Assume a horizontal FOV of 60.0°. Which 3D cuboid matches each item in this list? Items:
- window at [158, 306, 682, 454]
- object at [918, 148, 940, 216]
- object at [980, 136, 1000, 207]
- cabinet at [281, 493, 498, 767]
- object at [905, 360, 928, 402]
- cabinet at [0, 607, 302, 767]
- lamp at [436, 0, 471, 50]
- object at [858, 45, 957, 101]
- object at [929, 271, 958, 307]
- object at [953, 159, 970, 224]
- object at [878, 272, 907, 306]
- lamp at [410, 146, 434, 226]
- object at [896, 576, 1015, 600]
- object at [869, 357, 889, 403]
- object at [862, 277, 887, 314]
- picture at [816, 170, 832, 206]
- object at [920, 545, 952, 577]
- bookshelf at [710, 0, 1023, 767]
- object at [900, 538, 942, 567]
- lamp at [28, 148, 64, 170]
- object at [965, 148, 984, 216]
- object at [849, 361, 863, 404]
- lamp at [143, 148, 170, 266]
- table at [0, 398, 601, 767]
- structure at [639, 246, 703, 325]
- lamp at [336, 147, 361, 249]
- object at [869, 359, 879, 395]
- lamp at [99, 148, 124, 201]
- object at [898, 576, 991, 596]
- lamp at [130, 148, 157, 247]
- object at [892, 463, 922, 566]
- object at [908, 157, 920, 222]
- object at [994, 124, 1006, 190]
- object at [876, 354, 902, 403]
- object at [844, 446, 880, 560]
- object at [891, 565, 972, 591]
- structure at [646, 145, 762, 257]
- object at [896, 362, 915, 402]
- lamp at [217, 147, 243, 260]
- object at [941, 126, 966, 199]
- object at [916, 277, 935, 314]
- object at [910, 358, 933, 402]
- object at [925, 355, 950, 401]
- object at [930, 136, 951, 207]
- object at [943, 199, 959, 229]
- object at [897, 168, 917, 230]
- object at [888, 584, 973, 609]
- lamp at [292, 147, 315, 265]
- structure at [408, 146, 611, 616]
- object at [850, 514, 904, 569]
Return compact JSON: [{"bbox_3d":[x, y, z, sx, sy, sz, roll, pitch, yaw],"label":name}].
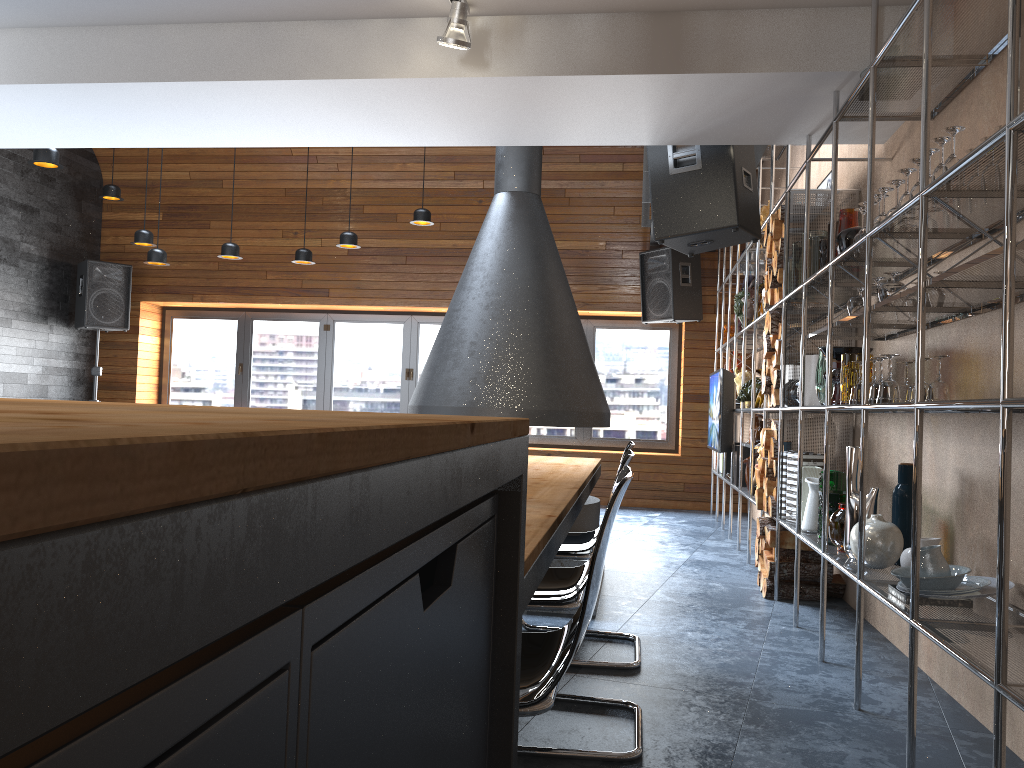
[{"bbox_3d":[-1.122,-0.079,9.689,5.936,1.522,0.101,2,-2,8],"label":"window"},{"bbox_3d":[1.244,-0.602,2.649,0.060,0.191,0.060,1,-2,34],"label":"object"},{"bbox_3d":[1.359,-0.601,2.515,0.060,0.191,0.060,1,-2,34],"label":"object"},{"bbox_3d":[-0.367,0.537,0.858,0.578,0.828,0.696,2,-2,8],"label":"cabinet"},{"bbox_3d":[1.460,-0.001,3.198,0.081,0.170,0.081,2,-2,4],"label":"object"},{"bbox_3d":[-0.461,0.515,0.167,0.578,0.828,0.700,2,-2,8],"label":"cabinet"},{"bbox_3d":[-0.211,-1.347,3.271,0.127,0.242,0.127,2,-2,19],"label":"lamp"},{"bbox_3d":[1.435,-1.142,3.205,0.322,0.164,0.311,2,-2,-4],"label":"object"},{"bbox_3d":[1.437,-0.310,2.959,0.092,0.124,0.092,1,-2,34],"label":"object"},{"bbox_3d":[1.390,-0.594,2.737,0.060,0.191,0.060,1,-2,34],"label":"object"},{"bbox_3d":[1.290,-0.314,3.006,0.092,0.124,0.092,1,-2,34],"label":"object"},{"bbox_3d":[-0.754,-2.179,7.734,0.210,1.565,0.210,4,-2,-44],"label":"lamp"},{"bbox_3d":[1.293,0.596,2.593,0.308,0.058,0.311,2,-2,16],"label":"object"},{"bbox_3d":[1.299,-0.008,3.127,0.081,0.170,0.081,2,-2,4],"label":"object"},{"bbox_3d":[1.286,-0.311,3.129,0.092,0.124,0.092,1,-2,34],"label":"object"},{"bbox_3d":[1.882,-0.837,5.417,0.090,0.863,0.529,2,-2,8],"label":"picture"},{"bbox_3d":[1.236,0.541,2.613,0.101,0.136,0.098,2,-2,-8],"label":"object"},{"bbox_3d":[1.470,-2.028,3.237,0.421,6.220,10.737,2,-2,8],"label":"bookshelf"},{"bbox_3d":[1.370,0.581,2.974,0.100,0.142,0.102,2,-2,-12],"label":"object"},{"bbox_3d":[-2.997,-3.037,5.862,0.210,3.209,0.210,1,-2,30],"label":"lamp"},{"bbox_3d":[1.374,-0.598,2.626,0.060,0.191,0.060,0,-2,44],"label":"object"},{"bbox_3d":[1.325,-0.001,3.370,0.081,0.170,0.081,1,-2,34],"label":"object"},{"bbox_3d":[-2.935,-2.143,7.464,0.210,2.273,0.210,4,-2,-44],"label":"lamp"},{"bbox_3d":[-0.596,0.489,1.212,1.185,0.928,5.998,2,-2,8],"label":"table"},{"bbox_3d":[1.541,-0.935,8.497,0.488,0.735,0.461,3,-2,-32],"label":"structure"},{"bbox_3d":[-1.373,-2.138,7.659,0.210,1.911,0.210,4,-2,-44],"label":"lamp"},{"bbox_3d":[1.320,-0.005,3.235,0.081,0.170,0.081,2,-2,4],"label":"object"},{"bbox_3d":[-3.650,-2.386,8.159,0.210,1.369,0.210,4,-2,-44],"label":"lamp"},{"bbox_3d":[1.268,0.592,2.605,0.246,0.052,0.249,2,-2,16],"label":"object"},{"bbox_3d":[-3.131,-2.216,7.656,0.210,2.036,0.210,4,-2,-44],"label":"lamp"},{"bbox_3d":[1.443,0.476,3.242,0.099,0.372,0.099,3,-2,-33],"label":"object"},{"bbox_3d":[1.257,-0.599,2.745,0.060,0.191,0.060,1,-2,34],"label":"object"},{"bbox_3d":[1.345,-0.605,2.415,0.060,0.191,0.060,1,-2,34],"label":"object"},{"bbox_3d":[1.272,-0.013,2.987,0.081,0.170,0.081,1,-2,34],"label":"object"},{"bbox_3d":[1.329,0.450,3.357,0.129,0.420,0.129,2,-2,12],"label":"object"},{"bbox_3d":[1.232,0.574,2.612,0.215,0.080,0.217,2,-2,16],"label":"object"},{"bbox_3d":[0.992,-1.063,4.559,0.506,0.744,0.460,1,-2,33],"label":"structure"},{"bbox_3d":[1.474,0.003,3.321,0.081,0.170,0.081,1,-2,34],"label":"object"},{"bbox_3d":[-2.406,-2.113,7.717,0.210,2.034,0.210,4,-2,-44],"label":"lamp"},{"bbox_3d":[1.216,-0.609,2.447,0.060,0.191,0.060,1,-2,34],"label":"object"},{"bbox_3d":[1.454,-0.306,3.078,0.092,0.124,0.092,1,-2,34],"label":"object"},{"bbox_3d":[1.430,-0.005,3.092,0.081,0.170,0.081,2,-2,4],"label":"object"},{"bbox_3d":[1.421,-0.009,2.956,0.081,0.170,0.081,1,-2,34],"label":"object"},{"bbox_3d":[1.229,-0.606,2.539,0.060,0.191,0.060,1,-2,34],"label":"object"},{"bbox_3d":[1.402,-0.591,2.825,0.060,0.191,0.060,1,-2,34],"label":"object"},{"bbox_3d":[1.274,-0.595,2.863,0.060,0.191,0.060,1,-2,34],"label":"object"},{"bbox_3d":[1.229,0.625,2.613,0.184,0.024,0.184,2,-2,8],"label":"object"},{"bbox_3d":[-1.850,-2.099,8.054,0.210,2.003,0.210,4,-2,-44],"label":"lamp"},{"bbox_3d":[0.022,-1.771,5.087,1.197,5.701,1.689,2,-2,8],"label":"structure"},{"bbox_3d":[1.296,0.559,3.153,0.177,0.189,0.177,4,-2,-41],"label":"object"}]
